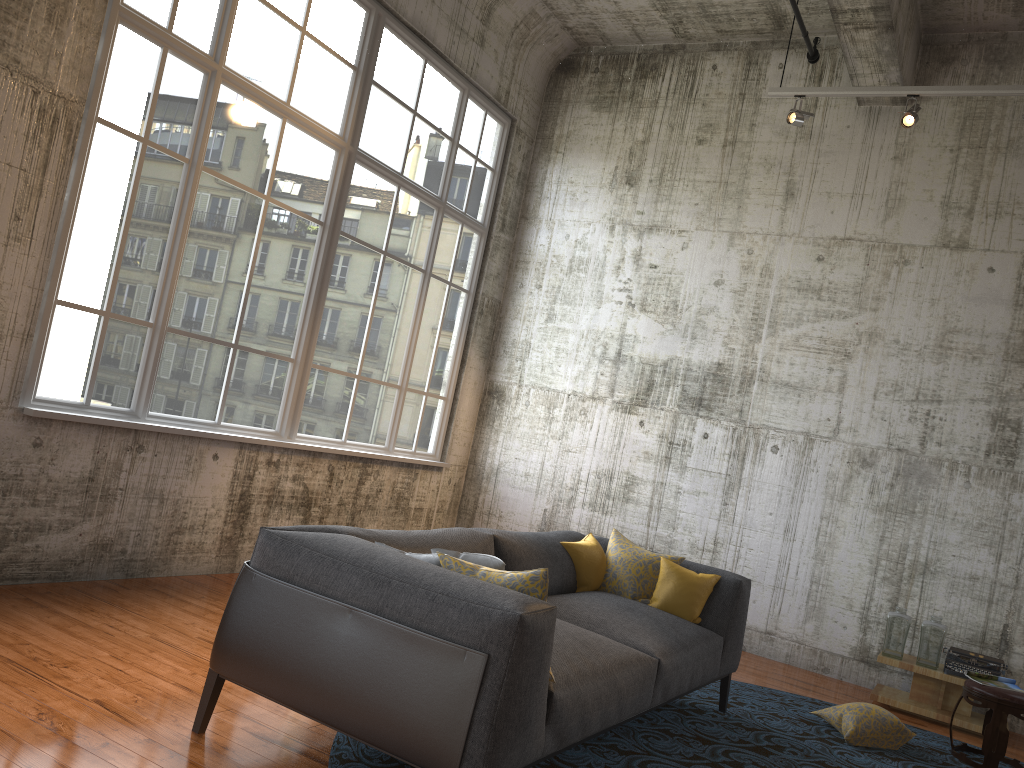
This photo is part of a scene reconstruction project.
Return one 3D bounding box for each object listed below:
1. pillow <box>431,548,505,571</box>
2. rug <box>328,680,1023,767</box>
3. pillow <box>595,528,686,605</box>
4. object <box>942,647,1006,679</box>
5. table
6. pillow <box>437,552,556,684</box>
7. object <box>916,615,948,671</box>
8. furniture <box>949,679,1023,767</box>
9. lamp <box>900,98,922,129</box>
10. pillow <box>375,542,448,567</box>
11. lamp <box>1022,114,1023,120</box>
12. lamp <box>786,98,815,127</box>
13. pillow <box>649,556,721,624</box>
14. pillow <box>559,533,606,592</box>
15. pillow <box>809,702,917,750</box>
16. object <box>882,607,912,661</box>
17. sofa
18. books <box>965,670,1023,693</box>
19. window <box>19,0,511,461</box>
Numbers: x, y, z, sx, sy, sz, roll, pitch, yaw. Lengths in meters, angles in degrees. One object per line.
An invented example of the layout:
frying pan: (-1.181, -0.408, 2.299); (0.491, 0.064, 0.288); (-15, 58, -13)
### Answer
pillow: (-0.163, 0.820, 3.541); (0.364, 0.314, 0.171); (11, -2, 19)
rug: (1.643, 1.949, 3.756); (4.854, 0.009, 4.844); (13, -3, -15)
pillow: (0.697, 1.113, 5.220); (0.535, 0.445, 0.261); (10, -3, 36)
object: (3.237, 1.983, 6.219); (0.422, 0.153, 0.383); (10, -3, 29)
table: (3.059, 2.212, 6.310); (0.873, 0.358, 0.477); (10, -3, 29)
pillow: (-0.036, 0.851, 3.328); (0.535, 0.445, 0.261); (10, -3, 36)
object: (2.977, 1.829, 6.284); (0.162, 0.361, 0.163); (11, -2, 32)
furniture: (2.924, 2.063, 5.351); (0.432, 0.476, 0.431); (12, -2, -16)
lamp: (2.832, -1.910, 6.291); (0.101, 0.228, 0.199); (10, -3, 39)
pillow: (-0.361, 0.798, 3.519); (0.433, 0.318, 0.169); (10, -2, 28)
lamp: (3.483, -1.800, 5.891); (0.182, 0.240, 0.102); (11, -2, 24)
lamp: (2.154, -2.032, 6.654); (0.261, 0.211, 0.102); (13, -2, -26)
pillow: (0.962, 1.176, 5.035); (0.434, 0.318, 0.169); (12, -2, 3)
pillow: (0.439, 1.078, 5.227); (0.228, 0.371, 0.406); (10, -3, 38)
pillow: (2.137, 2.048, 5.332); (0.504, 0.247, 0.481); (12, -3, -5)
object: (2.777, 1.794, 6.396); (0.162, 0.361, 0.163); (11, -2, 27)
sofa: (0.111, 1.235, 4.362); (1.358, 0.860, 3.015); (10, -3, 31)
books: (2.960, 1.816, 5.397); (0.300, 0.043, 0.229); (12, -3, 3)
window: (-1.343, -1.207, 6.660); (0.050, 3.432, 4.298); (11, -3, 29)
